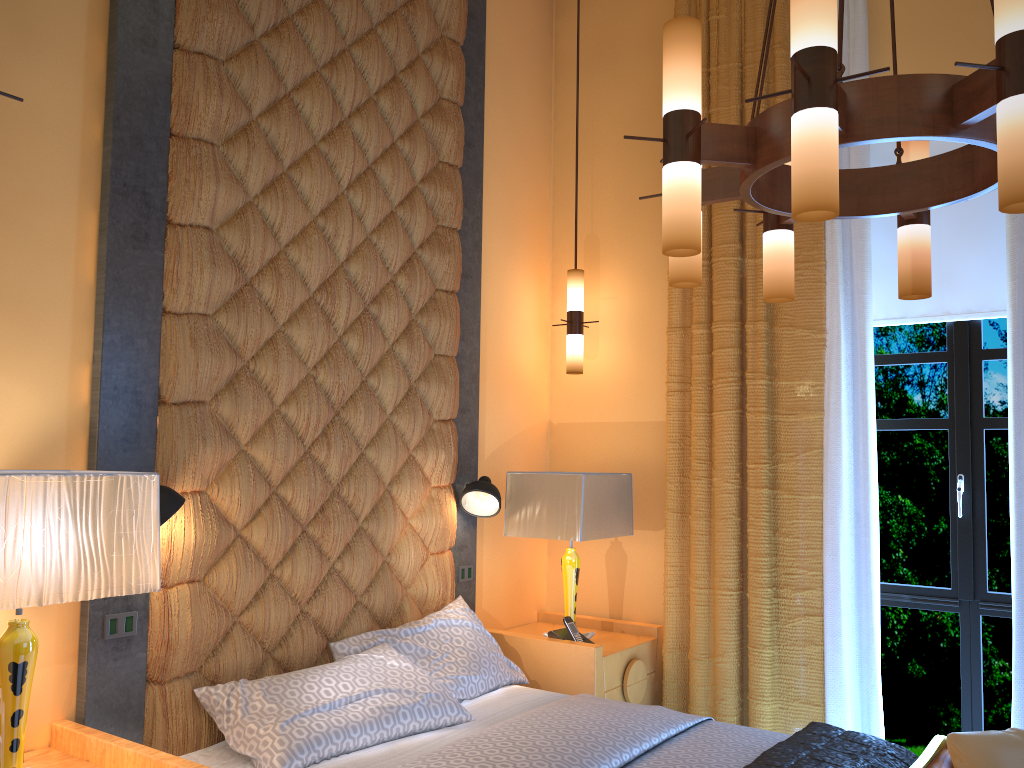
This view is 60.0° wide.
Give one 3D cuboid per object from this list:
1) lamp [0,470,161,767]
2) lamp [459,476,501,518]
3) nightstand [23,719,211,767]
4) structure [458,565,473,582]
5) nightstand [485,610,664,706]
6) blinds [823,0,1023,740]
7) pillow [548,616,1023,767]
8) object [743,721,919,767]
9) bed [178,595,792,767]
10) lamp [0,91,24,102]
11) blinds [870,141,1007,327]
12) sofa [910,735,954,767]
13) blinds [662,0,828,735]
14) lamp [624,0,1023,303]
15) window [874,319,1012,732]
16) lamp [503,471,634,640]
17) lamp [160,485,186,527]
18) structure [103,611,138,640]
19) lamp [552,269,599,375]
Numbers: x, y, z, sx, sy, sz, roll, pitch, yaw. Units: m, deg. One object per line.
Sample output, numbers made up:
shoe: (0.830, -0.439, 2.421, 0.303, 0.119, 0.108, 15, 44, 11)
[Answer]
lamp: (-1.200, 0.613, 2.145, 0.424, 0.801, 0.506, -2, -5, 35)
lamp: (0.040, 0.534, 4.073, 0.568, 0.218, 0.231, 2, -5, -7)
nightstand: (-1.223, 1.290, 2.088, 0.721, 0.699, 0.709, -2, -6, 35)
structure: (-0.216, 0.875, 4.099, 0.016, 0.071, 0.103, -2, -5, 35)
nightstand: (0.274, 1.511, 4.232, 0.720, 0.689, 0.681, -2, -6, 35)
blinds: (1.758, -0.219, 3.668, 2.051, 4.070, 0.237, -2, -5, 32)
pillow: (1.002, 1.172, 2.940, 1.147, 0.406, 2.632, 2, -5, -13)
object: (0.757, 1.129, 2.363, 0.405, 0.104, 1.462, -3, -6, 34)
bed: (0.095, 1.265, 2.823, 2.107, 0.823, 1.891, -3, -6, 35)
lamp: (-1.130, -0.629, 1.795, 0.199, 0.531, 0.199, 2, -4, -10)
blinds: (1.988, -0.713, 3.925, 1.200, 0.872, 0.013, -2, -5, 35)
sofa: (1.242, 1.357, 2.105, 0.650, 0.639, 1.617, -2, -6, 35)
blinds: (1.743, -0.250, 3.580, 2.451, 4.140, 0.134, -2, -5, 35)
lamp: (0.872, -1.362, 2.167, 1.141, 2.165, 1.142, 4, -5, -32)
window: (1.978, 0.347, 3.862, 1.200, 2.996, 0.130, -2, -5, 35)
lamp: (0.272, 0.818, 4.176, 0.424, 0.801, 0.506, -2, -5, 35)
lamp: (-1.098, 0.378, 2.670, 0.214, 0.189, 0.186, 3, -5, -27)
structure: (-1.193, 0.734, 2.700, 0.016, 0.071, 0.103, -2, -5, 35)
lamp: (0.324, -0.317, 4.540, 0.199, 0.531, 0.199, 2, -4, -10)
